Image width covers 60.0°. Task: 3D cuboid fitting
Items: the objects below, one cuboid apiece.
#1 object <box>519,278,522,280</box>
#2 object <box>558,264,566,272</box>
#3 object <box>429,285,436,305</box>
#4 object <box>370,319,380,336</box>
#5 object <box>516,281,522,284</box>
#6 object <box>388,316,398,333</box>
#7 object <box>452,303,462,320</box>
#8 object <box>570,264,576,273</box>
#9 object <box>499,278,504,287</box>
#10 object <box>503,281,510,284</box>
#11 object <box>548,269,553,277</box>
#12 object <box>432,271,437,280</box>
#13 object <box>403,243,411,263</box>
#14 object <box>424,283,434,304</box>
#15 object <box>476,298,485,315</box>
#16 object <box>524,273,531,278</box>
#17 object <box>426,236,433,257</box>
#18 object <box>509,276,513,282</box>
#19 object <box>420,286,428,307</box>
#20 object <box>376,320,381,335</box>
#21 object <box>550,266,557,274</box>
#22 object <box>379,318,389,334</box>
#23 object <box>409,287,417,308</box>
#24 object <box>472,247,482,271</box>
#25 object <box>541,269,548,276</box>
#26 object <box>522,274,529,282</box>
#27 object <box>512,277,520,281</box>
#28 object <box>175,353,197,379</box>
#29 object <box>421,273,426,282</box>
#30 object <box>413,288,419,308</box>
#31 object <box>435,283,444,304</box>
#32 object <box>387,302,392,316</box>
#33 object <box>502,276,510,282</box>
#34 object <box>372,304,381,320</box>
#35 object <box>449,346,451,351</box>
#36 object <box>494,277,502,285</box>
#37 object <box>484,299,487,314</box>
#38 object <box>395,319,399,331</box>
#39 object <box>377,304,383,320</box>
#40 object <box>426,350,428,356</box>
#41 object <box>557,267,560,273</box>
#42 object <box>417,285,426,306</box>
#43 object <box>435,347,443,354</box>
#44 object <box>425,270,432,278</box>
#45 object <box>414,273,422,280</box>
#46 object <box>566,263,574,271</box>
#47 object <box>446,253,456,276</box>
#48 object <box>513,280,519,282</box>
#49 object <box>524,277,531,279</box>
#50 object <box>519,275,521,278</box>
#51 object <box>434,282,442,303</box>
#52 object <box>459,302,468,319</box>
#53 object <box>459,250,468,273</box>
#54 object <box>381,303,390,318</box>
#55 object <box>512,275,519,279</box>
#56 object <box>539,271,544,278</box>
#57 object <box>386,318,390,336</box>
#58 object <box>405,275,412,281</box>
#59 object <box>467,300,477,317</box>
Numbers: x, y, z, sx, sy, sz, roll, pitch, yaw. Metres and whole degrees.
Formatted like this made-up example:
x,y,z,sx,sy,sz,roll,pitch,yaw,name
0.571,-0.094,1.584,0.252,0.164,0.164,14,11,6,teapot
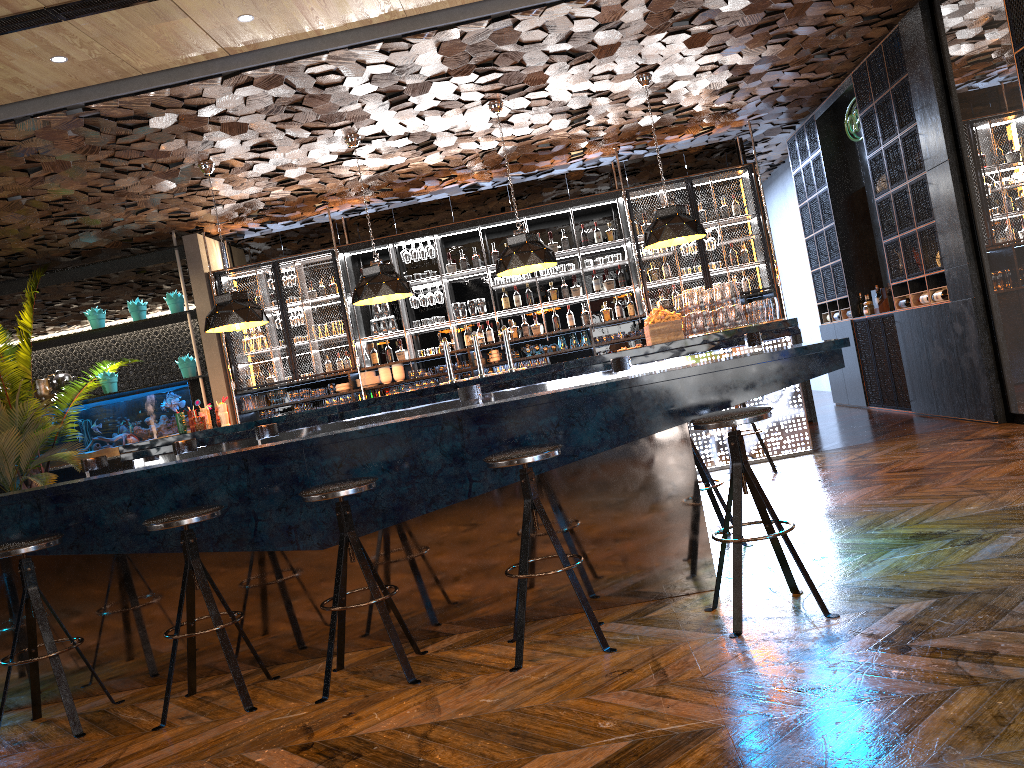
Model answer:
x,y,z,sx,sy,sz,roll,pitch,yaw,name
0.072,-1.320,10.985,0.089,0.092,0.089,-11,0,29,object
0.609,-1.398,10.763,0.089,0.092,0.089,-11,0,-33,object
-1.003,-1.105,11.016,0.092,0.244,0.092,-11,0,-36,object
-1.701,-0.690,10.983,0.105,0.209,0.105,-11,0,-41,object
0.076,-1.298,10.985,0.089,0.092,0.089,-11,0,29,object
-1.472,-0.734,10.956,0.105,0.209,0.105,-11,0,-41,object
-0.673,-0.885,10.863,0.105,0.209,0.105,-11,0,-41,object
0.740,-1.423,10.929,0.089,0.092,0.089,-11,0,-22,object
-0.136,-1.258,10.986,0.089,0.092,0.089,-11,0,-25,object
-0.070,-1.270,10.812,0.089,0.092,0.089,-11,0,-25,object
0.486,-1.375,10.954,0.089,0.092,0.089,-11,0,43,object
-0.979,-1.347,11.047,0.089,0.092,0.089,-11,0,-28,object
-1.314,-1.629,11.028,0.092,0.244,0.092,-11,0,-36,object
-1.013,-1.102,10.852,0.092,0.244,0.092,-11,0,-36,object
-0.379,-0.940,10.847,0.105,0.209,0.105,-11,0,-41,object
0.182,-1.338,10.804,0.089,0.092,0.089,-11,0,-6,object
-1.018,-1.684,10.843,0.092,0.244,0.092,-11,0,-36,object
-0.033,-1.298,10.967,0.089,0.092,0.089,-11,0,29,object
-1.100,-1.087,11.022,0.092,0.244,0.092,-11,0,-36,object
-1.705,-0.690,11.100,0.105,0.209,0.105,-11,0,-41,object
0.507,-1.379,10.795,0.089,0.092,0.089,-11,0,-33,object
-1.585,-0.712,10.976,0.105,0.209,0.105,-11,0,-41,object
-1.218,-1.064,10.865,0.092,0.244,0.092,-11,0,-36,object
-0.440,-1.538,10.901,0.083,0.282,0.083,-11,0,19,object
0.399,-1.359,10.790,0.089,0.092,0.089,-11,0,-25,object
0.171,-1.315,10.945,0.089,0.092,0.089,-11,0,-7,object
0.041,-1.313,10.843,0.089,0.092,0.089,-11,0,-7,object
-4.046,-0.217,11.062,0.265,0.325,0.245,-11,0,-3,object
-1.102,-1.323,11.044,0.089,0.092,0.089,-11,0,14,object
-1.208,-1.066,11.029,0.092,0.244,0.092,-11,0,-36,object
-0.901,-1.124,11.010,0.092,0.244,0.092,-11,0,-36,object
-1.568,-0.928,11.070,0.105,0.209,0.105,-11,0,-41,object
-0.074,-1.289,10.812,0.089,0.092,0.089,-11,0,-45,object
-1.684,-0.906,10.977,0.105,0.209,0.105,-11,0,-41,object
-0.799,-0.429,10.900,0.089,0.092,0.089,-11,0,14,object
-0.168,-1.251,10.825,0.089,0.092,0.089,-11,0,29,object
-0.361,-0.944,10.954,0.105,0.209,0.105,-11,0,-41,object
-1.479,-0.733,11.068,0.105,0.209,0.105,-11,0,-41,object
-1.682,-0.907,11.089,0.105,0.209,0.105,-11,0,-41,object
-1.021,-0.387,11.062,0.089,0.092,0.089,-11,0,-25,object
0.597,-1.396,10.909,0.089,0.092,0.089,-11,0,3,object
-1.110,-1.084,10.858,0.092,0.244,0.092,-11,0,-36,object
-0.899,-0.410,10.969,0.089,0.092,0.089,-11,0,14,object
-1.020,-1.338,10.866,0.089,0.092,0.089,-11,0,-28,object
-1.158,-1.312,10.925,0.089,0.092,0.089,-11,0,-28,object
0.708,-1.417,10.791,0.089,0.092,0.089,-11,0,-42,object
-0.758,-1.476,10.923,0.123,0.279,0.123,-11,0,-8,object
0.046,-1.292,10.843,0.089,0.092,0.089,-11,0,-7,object
0.186,-1.318,10.804,0.089,0.092,0.089,-11,0,29,object
0.067,-1.345,10.985,0.089,0.092,0.089,-11,0,29,object
-0.911,-1.122,10.845,0.092,0.244,0.092,-11,0,-36,object
-0.604,-0.898,10.974,0.105,0.209,0.105,-11,0,-41,object
-0.604,-1.508,10.911,0.083,0.282,0.083,-11,0,-11,object
-1.569,-0.928,10.979,0.105,0.209,0.105,-11,0,-41,object
0.037,-1.339,10.843,0.089,0.092,0.089,-11,0,-1,object
0.387,-1.357,10.954,0.089,0.092,0.089,-11,0,-45,object
-1.585,-0.713,11.085,0.105,0.209,0.105,-11,0,-41,object
-1.275,-1.290,10.956,0.089,0.092,0.089,-11,0,-28,object
-0.484,-0.921,10.878,0.105,0.209,0.105,-11,0,-41,object
